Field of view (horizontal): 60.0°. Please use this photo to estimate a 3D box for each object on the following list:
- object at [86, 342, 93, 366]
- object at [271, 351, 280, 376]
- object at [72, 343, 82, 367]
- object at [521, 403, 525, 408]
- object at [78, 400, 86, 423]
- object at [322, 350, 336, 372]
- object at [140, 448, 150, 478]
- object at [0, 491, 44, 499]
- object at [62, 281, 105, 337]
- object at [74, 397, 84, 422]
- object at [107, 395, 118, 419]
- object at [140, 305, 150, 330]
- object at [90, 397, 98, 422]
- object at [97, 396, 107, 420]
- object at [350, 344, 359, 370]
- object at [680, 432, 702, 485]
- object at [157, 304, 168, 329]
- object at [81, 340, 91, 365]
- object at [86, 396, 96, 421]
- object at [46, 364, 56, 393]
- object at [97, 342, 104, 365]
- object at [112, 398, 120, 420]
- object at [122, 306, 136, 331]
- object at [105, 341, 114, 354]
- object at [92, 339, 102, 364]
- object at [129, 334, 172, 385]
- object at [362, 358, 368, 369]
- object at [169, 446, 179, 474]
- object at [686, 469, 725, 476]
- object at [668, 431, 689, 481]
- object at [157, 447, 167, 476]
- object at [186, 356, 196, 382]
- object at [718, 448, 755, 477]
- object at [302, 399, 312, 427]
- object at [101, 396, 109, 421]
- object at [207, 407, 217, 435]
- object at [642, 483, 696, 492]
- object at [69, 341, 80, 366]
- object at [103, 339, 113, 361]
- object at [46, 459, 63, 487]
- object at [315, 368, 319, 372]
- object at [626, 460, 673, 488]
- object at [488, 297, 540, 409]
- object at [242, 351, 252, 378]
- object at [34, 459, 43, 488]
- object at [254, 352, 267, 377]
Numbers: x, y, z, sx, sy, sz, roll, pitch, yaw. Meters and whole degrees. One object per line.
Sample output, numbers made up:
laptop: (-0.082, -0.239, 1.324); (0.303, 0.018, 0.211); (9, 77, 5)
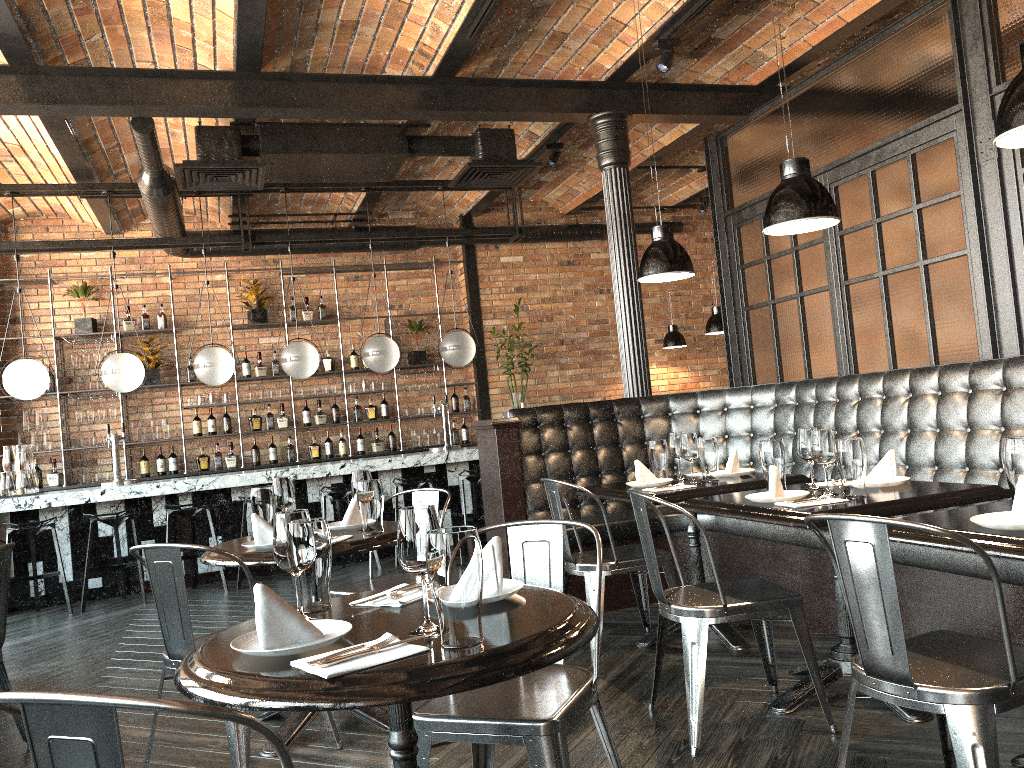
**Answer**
object: (-4.361, -0.309, 9.131); (0.092, 0.244, 0.092); (-5, -2, -12)
object: (-2.567, -0.219, 9.626); (0.083, 0.282, 0.083); (-5, -2, -18)
object: (-4.465, -0.300, 9.096); (0.092, 0.244, 0.092); (-5, -2, -12)
object: (0.213, 0.391, 9.515); (0.316, 0.397, 0.319); (-7, -2, 31)
object: (-4.410, 0.270, 9.076); (0.092, 0.244, 0.092); (-5, -2, -12)
object: (-2.025, -0.247, 9.802); (0.151, 0.248, 0.094); (-6, -2, 11)
object: (-3.796, 0.815, 9.166); (0.086, 0.299, 0.086); (-7, -2, 31)
object: (-4.036, 0.910, 7.280); (0.273, 0.019, 0.437); (-5, -2, -18)
object: (-4.388, -0.774, 9.103); (0.377, 0.554, 0.422); (-4, -2, -30)
object: (-4.359, 0.259, 8.919); (0.092, 0.244, 0.092); (-5, -2, -12)
object: (-4.063, 0.234, 9.016); (0.092, 0.244, 0.092); (-5, -2, -12)
object: (-3.829, -0.687, 9.250); (0.083, 0.282, 0.083); (-4, -2, -33)
object: (-4.306, 0.261, 9.110); (0.092, 0.244, 0.092); (-5, -2, -12)
object: (-4.161, 0.242, 8.984); (0.092, 0.244, 0.092); (-5, -2, -12)
object: (-1.761, -0.295, 9.897); (0.086, 0.299, 0.086); (-7, -2, 31)
object: (0.849, 0.354, 4.208); (0.092, 0.244, 0.092); (-4, -3, -35)
object: (-3.671, -0.700, 9.302); (0.083, 0.282, 0.083); (-5, -2, -3)
object: (-4.310, -0.320, 8.974); (0.092, 0.244, 0.092); (-5, -2, -12)
object: (-4.255, 0.250, 8.953); (0.092, 0.244, 0.092); (-5, -2, -12)
object: (-4.659, -0.050, 8.943); (0.086, 0.299, 0.086); (-7, -2, 31)
object: (-4.267, -0.317, 9.161); (0.092, 0.244, 0.092); (-5, -2, -12)
object: (-4.114, 0.244, 9.173); (0.092, 0.244, 0.092); (-5, -2, -12)
object: (-3.978, -0.672, 9.203); (0.123, 0.279, 0.123); (-4, -2, -29)
object: (-4.169, -0.325, 9.194); (0.092, 0.244, 0.092); (-5, -2, -12)
object: (-4.217, -0.328, 9.005); (0.092, 0.244, 0.092); (-5, -2, -12)
object: (-3.755, -0.240, 9.215); (0.430, 0.526, 0.425); (-5, -2, -6)
object: (-1.614, -0.299, 9.924); (0.123, 0.279, 0.123); (-5, -2, -9)
object: (-3.535, 0.792, 9.253); (0.086, 0.298, 0.086); (-7, -2, 31)
object: (1.032, 0.468, 4.702); (0.255, 0.019, 0.157); (-5, -2, -23)
object: (0.842, 0.365, 4.489); (0.092, 0.244, 0.092); (-5, -2, -1)
object: (-3.655, 0.803, 9.239); (0.086, 0.298, 0.086); (-7, -2, 31)
object: (-3.390, -0.149, 9.355); (0.083, 0.282, 0.083); (-4, -2, -33)
object: (1.107, 0.398, 4.490); (0.232, 0.139, 0.232); (-7, -2, 30)
object: (-2.246, 0.318, 9.701); (0.086, 0.298, 0.086); (-7, -2, 31)
object: (-4.212, 0.253, 9.141); (0.092, 0.244, 0.092); (-5, -2, -12)
object: (-3.188, 0.398, 9.417); (0.086, 0.298, 0.086); (-7, -2, 31)
object: (0.745, 0.475, 4.113); (0.255, 0.019, 0.157); (-5, -2, -18)
object: (-4.415, -0.311, 8.940); (0.092, 0.244, 0.092); (-5, -2, -12)
object: (-4.118, -0.336, 9.037); (0.092, 0.244, 0.092); (-5, -2, -12)
object: (-4.581, 0.891, 8.887); (0.123, 0.279, 0.123); (-5, -2, -4)
object: (-2.189, -0.259, 9.783); (0.086, 0.298, 0.086); (-7, -2, 31)
object: (0.672, 0.435, 4.363); (0.232, 0.139, 0.232); (-7, -2, 30)
object: (0.063, -0.162, 9.888); (0.584, 1.546, 0.673); (-6, -2, 21)
object: (-2.856, -0.203, 9.539); (0.086, 0.298, 0.086); (-7, -2, 31)
object: (-4.728, 0.892, 8.827); (0.086, 0.297, 0.086); (-6, -2, 16)
object: (-2.715, -0.205, 9.562); (0.123, 0.279, 0.123); (-4, -2, -29)
